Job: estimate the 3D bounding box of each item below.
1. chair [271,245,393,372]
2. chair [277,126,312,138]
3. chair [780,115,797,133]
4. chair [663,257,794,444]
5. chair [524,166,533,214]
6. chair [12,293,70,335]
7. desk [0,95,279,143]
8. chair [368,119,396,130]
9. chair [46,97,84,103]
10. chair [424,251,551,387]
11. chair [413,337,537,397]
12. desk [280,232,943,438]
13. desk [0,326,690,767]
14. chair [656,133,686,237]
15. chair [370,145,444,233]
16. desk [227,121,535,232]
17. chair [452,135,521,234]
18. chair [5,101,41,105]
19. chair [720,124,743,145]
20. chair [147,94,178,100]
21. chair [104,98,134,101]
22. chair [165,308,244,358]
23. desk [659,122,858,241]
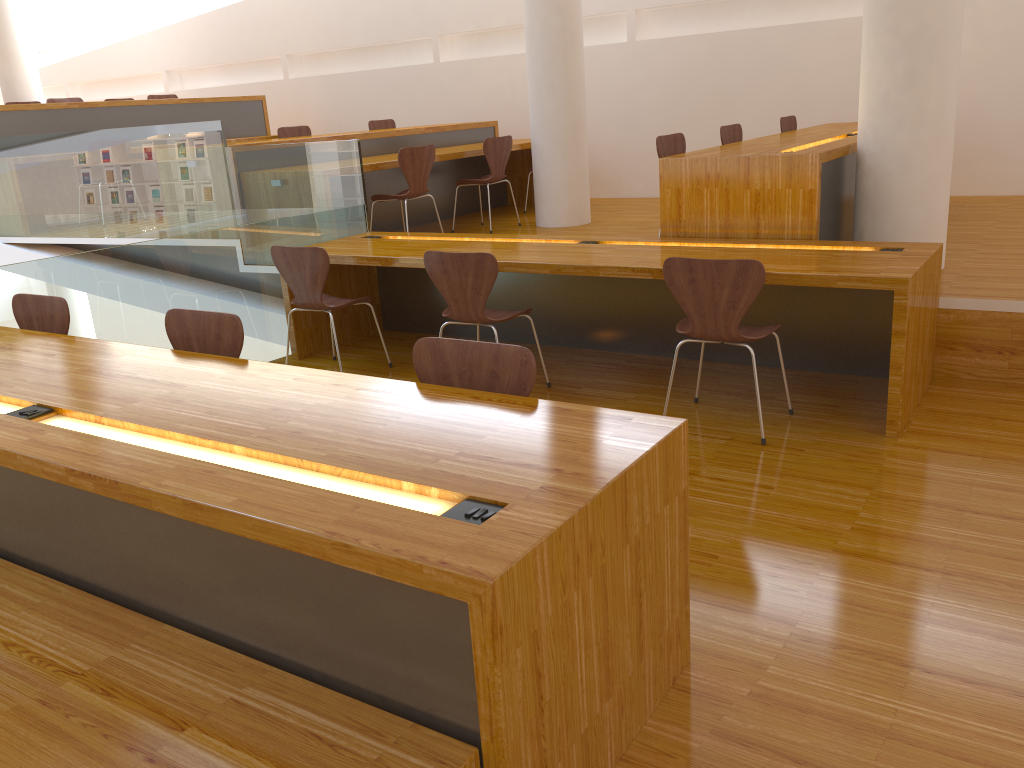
[{"bbox_3d":[-0.931,-0.390,4.551,0.428,0.693,0.381,7,21,32],"label":"chair"},{"bbox_3d":[-1.736,-1.891,7.721,0.381,0.693,0.428,7,21,32],"label":"chair"},{"bbox_3d":[2.199,-1.626,6.549,0.381,0.693,0.428,7,21,32],"label":"chair"},{"bbox_3d":[0.843,-0.178,3.467,0.428,0.693,0.381,7,21,32],"label":"chair"},{"bbox_3d":[0.351,-1.860,7.723,0.381,0.693,0.428,7,21,32],"label":"chair"},{"bbox_3d":[-1.905,0.036,3.412,0.428,0.693,0.381,7,21,32],"label":"chair"},{"bbox_3d":[-3.582,-2.182,8.509,1.248,1.022,3.216,7,21,32],"label":"desk"},{"bbox_3d":[-1.100,-2.207,8.586,0.381,0.693,0.428,7,21,32],"label":"chair"},{"bbox_3d":[-4.259,-2.480,8.776,0.381,0.693,0.428,7,21,32],"label":"chair"},{"bbox_3d":[-0.116,-0.286,4.033,0.428,0.693,0.381,7,21,32],"label":"chair"},{"bbox_3d":[-0.172,0.269,2.267,0.428,0.693,0.381,7,21,32],"label":"chair"},{"bbox_3d":[0.285,-0.363,4.348,3.185,0.606,0.760,7,21,32],"label":"desk"},{"bbox_3d":[-1.293,0.523,2.399,3.236,0.918,1.285,7,21,32],"label":"desk"},{"bbox_3d":[1.039,-1.032,4.914,0.381,0.693,0.428,7,21,32],"label":"chair"},{"bbox_3d":[-0.744,-1.258,6.047,0.381,0.693,0.428,7,21,32],"label":"chair"},{"bbox_3d":[-0.947,-1.649,7.195,1.527,0.785,3.243,7,21,32],"label":"desk"},{"bbox_3d":[-0.220,-1.536,6.816,0.381,0.693,0.428,7,21,32],"label":"chair"},{"bbox_3d":[-5.063,-2.542,9.160,0.381,0.693,0.428,7,21,32],"label":"chair"},{"bbox_3d":[1.563,-1.310,5.683,0.381,0.693,0.428,7,21,32],"label":"chair"},{"bbox_3d":[-3.630,-2.792,9.631,0.381,0.693,0.428,7,21,32],"label":"chair"},{"bbox_3d":[-4.491,-2.867,10.067,0.381,0.693,0.428,7,21,32],"label":"chair"},{"bbox_3d":[-1.090,0.139,2.894,0.428,0.693,0.381,7,21,32],"label":"chair"},{"bbox_3d":[1.910,-1.221,5.448,0.760,0.606,3.185,7,21,32],"label":"desk"}]
